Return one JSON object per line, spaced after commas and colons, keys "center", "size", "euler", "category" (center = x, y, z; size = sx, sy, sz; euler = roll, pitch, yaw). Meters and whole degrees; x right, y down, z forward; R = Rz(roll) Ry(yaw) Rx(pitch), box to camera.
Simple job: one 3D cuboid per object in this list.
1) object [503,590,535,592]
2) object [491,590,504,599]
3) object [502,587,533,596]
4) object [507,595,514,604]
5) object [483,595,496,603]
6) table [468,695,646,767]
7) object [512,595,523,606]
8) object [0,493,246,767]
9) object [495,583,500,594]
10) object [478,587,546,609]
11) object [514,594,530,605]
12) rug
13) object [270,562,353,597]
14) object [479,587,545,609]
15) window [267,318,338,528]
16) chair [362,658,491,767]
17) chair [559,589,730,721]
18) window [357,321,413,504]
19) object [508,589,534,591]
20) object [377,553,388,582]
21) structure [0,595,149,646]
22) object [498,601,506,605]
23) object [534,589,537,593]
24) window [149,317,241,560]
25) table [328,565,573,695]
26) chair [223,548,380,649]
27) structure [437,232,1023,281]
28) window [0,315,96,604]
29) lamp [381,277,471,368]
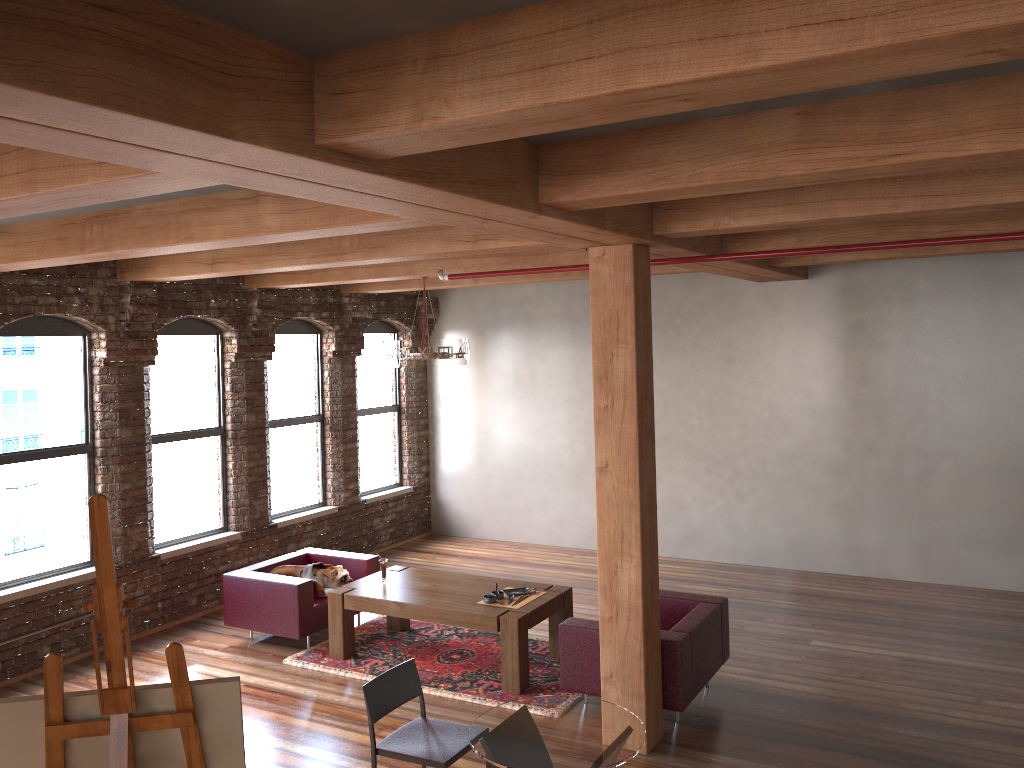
{"center": [0.045, 1.608, 6.877], "size": [0.270, 0.008, 0.007], "euler": [-1, 1, 4], "category": "object"}
{"center": [-0.112, 1.616, 6.784], "size": [0.099, 0.043, 0.099], "euler": [-3, 2, -23], "category": "object"}
{"center": [0.039, 1.620, 6.898], "size": [0.213, 0.018, 0.154], "euler": [-2, 3, -15], "category": "object"}
{"center": [-0.016, 1.625, 6.682], "size": [0.045, 0.030, 0.153], "euler": [-1, 3, 14], "category": "object"}
{"center": [-0.167, 1.623, 6.680], "size": [0.099, 0.043, 0.099], "euler": [-3, 3, -35], "category": "object"}
{"center": [0.196, 1.876, 3.619], "size": [0.722, 0.924, 0.721], "euler": [-2, 1, -36], "category": "table"}
{"center": [0.041, 1.635, 6.688], "size": [0.007, 0.008, 0.270], "euler": [-1, 3, 19], "category": "object"}
{"center": [-1.118, 1.348, 2.546], "size": [0.702, 2.140, 0.685], "euler": [-2, 0, -11], "category": "object"}
{"center": [-0.116, 1.588, 6.814], "size": [0.045, 0.080, 0.137], "euler": [-2, 2, -5], "category": "object"}
{"center": [0.002, 1.636, 6.786], "size": [0.352, 0.001, 0.470], "euler": [0, 3, 29], "category": "object"}
{"center": [0.075, 1.633, 6.710], "size": [0.007, 0.008, 0.270], "euler": [-1, 3, 25], "category": "object"}
{"center": [-0.441, 2.185, 7.058], "size": [2.461, 0.009, 1.345], "euler": [0, 3, 30], "category": "rug"}
{"center": [-1.763, 1.717, 7.718], "size": [0.754, 0.297, 0.365], "euler": [-2, 2, 1], "category": "object"}
{"center": [0.003, 1.636, 6.786], "size": [0.332, 0.003, 0.471], "euler": [0, 3, 29], "category": "object"}
{"center": [-2.355, 0.379, 9.763], "size": [0.235, 2.215, 0.969], "euler": [-2, 0, 29], "category": "window"}
{"center": [-0.376, 1.837, 4.043], "size": [0.466, 0.981, 0.430], "euler": [-1, 1, 29], "category": "chair"}
{"center": [0.957, 1.888, 6.236], "size": [0.865, 0.592, 1.072], "euler": [-1, 2, 29], "category": "chair"}
{"center": [-1.636, 0.299, 11.041], "size": [0.235, 2.215, 0.969], "euler": [-2, 0, 29], "category": "window"}
{"center": [0.035, 1.607, 6.904], "size": [0.270, 0.008, 0.007], "euler": [-2, 1, -5], "category": "object"}
{"center": [-1.071, 1.524, 7.368], "size": [0.076, 0.232, 0.095], "euler": [-2, 0, -28], "category": "object"}
{"center": [-6.603, 2.168, 1.850], "size": [1.633, 0.313, 13.723], "euler": [-1, 3, 23], "category": "structure"}
{"center": [-0.077, 1.635, 6.612], "size": [0.059, 0.021, 0.018], "euler": [-2, 1, -19], "category": "object"}
{"center": [0.177, 1.614, 6.908], "size": [0.018, 0.021, 0.059], "euler": [-1, 2, 16], "category": "object"}
{"center": [-3.074, 0.459, 8.484], "size": [0.235, 2.215, 0.969], "euler": [-2, 0, 29], "category": "window"}
{"center": [-0.493, 1.913, 7.074], "size": [1.749, 0.550, 0.901], "euler": [0, 2, 29], "category": "table"}
{"center": [-1.833, 1.890, 7.833], "size": [0.865, 0.592, 1.072], "euler": [-1, 2, 29], "category": "chair"}
{"center": [2.377, -0.881, 5.393], "size": [6.805, 0.112, 0.051], "euler": [0, 1, 29], "category": "structure"}
{"center": [-3.792, 0.538, 7.206], "size": [0.235, 2.215, 0.969], "euler": [-2, 0, 29], "category": "window"}
{"center": [-0.789, -0.570, 8.064], "size": [0.810, 0.815, 0.809], "euler": [-2, 1, -20], "category": "lamp"}
